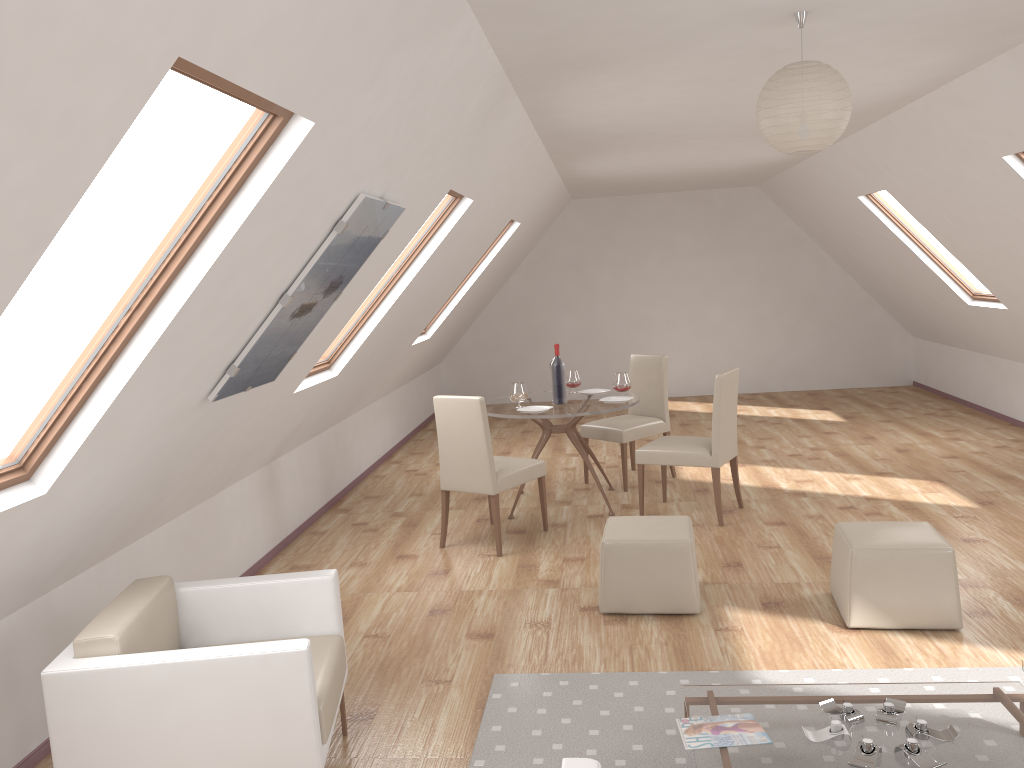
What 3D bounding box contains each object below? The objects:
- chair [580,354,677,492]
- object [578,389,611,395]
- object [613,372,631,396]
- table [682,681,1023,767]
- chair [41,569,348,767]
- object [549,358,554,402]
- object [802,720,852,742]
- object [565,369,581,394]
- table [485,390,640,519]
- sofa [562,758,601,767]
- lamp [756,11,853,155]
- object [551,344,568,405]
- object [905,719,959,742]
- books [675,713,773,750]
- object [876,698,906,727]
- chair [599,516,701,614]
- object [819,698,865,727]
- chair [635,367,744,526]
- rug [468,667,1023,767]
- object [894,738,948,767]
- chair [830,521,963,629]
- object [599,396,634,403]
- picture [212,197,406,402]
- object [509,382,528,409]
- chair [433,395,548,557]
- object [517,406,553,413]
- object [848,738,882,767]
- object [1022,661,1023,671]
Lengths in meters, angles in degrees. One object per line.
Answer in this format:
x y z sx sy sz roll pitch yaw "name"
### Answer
0.932 0.288 7.132 0.618 0.999 0.477 -9 9 -38 "chair"
0.629 0.064 6.796 0.228 0.020 0.228 -9 9 -38 "object"
0.806 0.008 6.499 0.136 0.183 0.136 -6 7 -15 "object"
1.175 1.219 2.843 1.173 0.190 0.730 -3 7 7 "table"
-1.019 1.071 3.089 0.820 0.706 0.748 -4 7 -4 "chair"
0.327 -0.032 6.505 0.086 0.322 0.096 -8 8 -30 "object"
1.008 1.107 2.840 0.143 0.052 0.064 -3 7 7 "object"
0.470 -0.019 6.892 0.136 0.183 0.136 -6 7 -15 "object"
0.361 0.509 6.572 1.198 0.770 1.198 0 8 27 "table"
1.023 1.130 1.558 1.880 0.706 0.820 -3 7 7 "sofa"
1.071 -1.107 3.267 0.340 0.497 0.340 -11 10 -44 "lamp"
0.332 -0.071 6.347 0.109 0.435 0.109 -3 7 2 "object"
1.327 1.091 2.804 0.143 0.052 0.064 -3 7 7 "object"
0.688 1.142 2.920 0.280 0.005 0.192 -4 7 -1 "books"
1.262 1.077 2.950 0.064 0.052 0.143 2 9 36 "object"
0.712 0.920 4.613 0.506 0.394 0.506 -2 7 11 "chair"
1.102 1.086 2.969 0.064 0.051 0.143 -7 8 -23 "object"
1.219 0.401 6.079 0.618 0.999 0.477 1 8 31 "chair"
1.227 1.299 2.916 2.800 0.007 1.600 -3 7 7 "rug"
1.232 1.113 2.676 0.064 0.052 0.143 -7 8 -23 "object"
1.818 0.894 4.245 0.506 0.394 0.506 -2 7 11 "chair"
0.747 0.115 6.329 0.228 0.020 0.228 0 8 29 "object"
-0.818 -0.353 3.682 0.683 0.738 0.650 -3 7 7 "picture"
0.046 0.080 6.322 0.136 0.183 0.136 1 9 33 "object"
-0.144 0.530 5.769 0.477 0.999 0.618 1 9 34 "chair"
0.160 0.179 6.131 0.228 0.020 0.228 1 8 32 "object"
1.073 1.122 2.694 0.064 0.052 0.143 2 9 36 "object"
1.615 0.929 2.698 0.184 0.359 0.123 -10 10 -41 "object"
